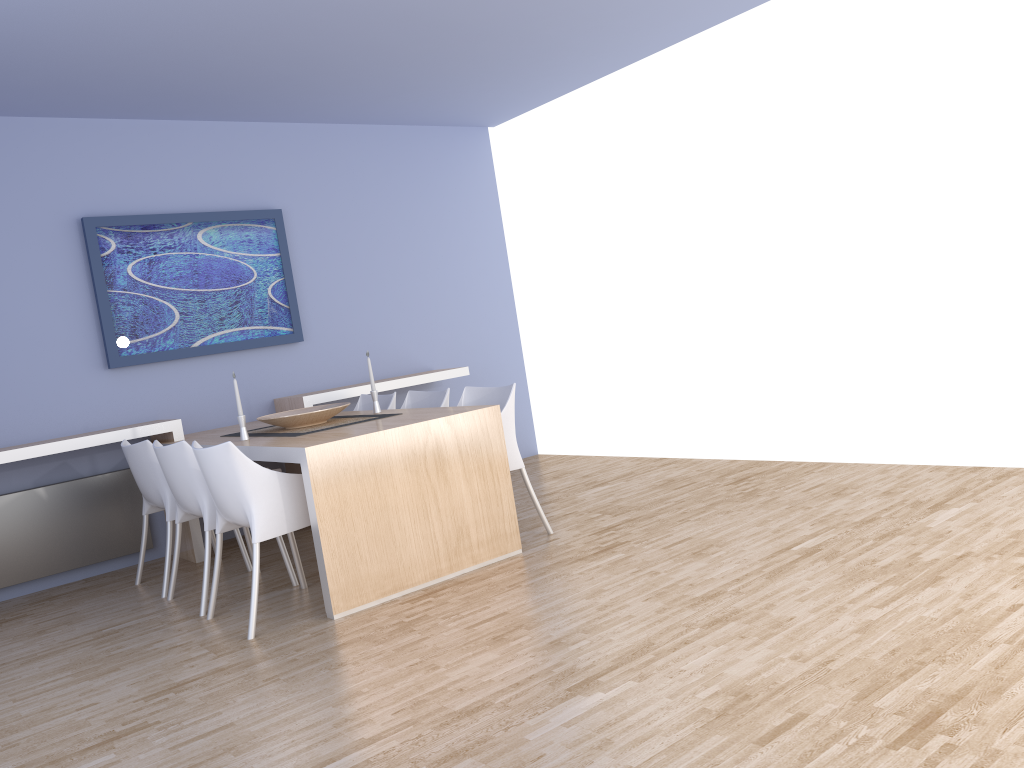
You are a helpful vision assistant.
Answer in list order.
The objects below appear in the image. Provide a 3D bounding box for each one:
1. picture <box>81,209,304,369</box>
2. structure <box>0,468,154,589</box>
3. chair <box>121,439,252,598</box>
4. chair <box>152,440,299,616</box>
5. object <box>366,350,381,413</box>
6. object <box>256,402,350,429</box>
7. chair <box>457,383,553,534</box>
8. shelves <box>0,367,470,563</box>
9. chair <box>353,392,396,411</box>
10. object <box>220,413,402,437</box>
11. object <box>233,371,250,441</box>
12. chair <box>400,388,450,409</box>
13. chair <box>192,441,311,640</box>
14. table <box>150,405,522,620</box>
[{"bbox_3d":[-1.985,-0.635,5.643,1.252,0.901,0.049,-12,5,-38],"label":"picture"},{"bbox_3d":[-1.951,0.690,5.593,3.843,0.503,0.064,-12,5,-38],"label":"structure"},{"bbox_3d":[-1.780,0.655,4.765,0.486,0.793,0.510,-12,5,-38],"label":"chair"},{"bbox_3d":[-1.428,0.629,4.312,0.486,0.793,0.510,-12,5,-38],"label":"chair"},{"bbox_3d":[-0.769,-0.014,4.881,0.045,0.349,0.045,-12,5,-38],"label":"object"},{"bbox_3d":[-1.103,0.181,4.727,0.493,0.081,0.493,-10,4,-19],"label":"object"},{"bbox_3d":[-0.187,0.420,4.559,0.486,0.793,0.510,-12,5,-38],"label":"chair"},{"bbox_3d":[-1.905,0.609,5.404,3.901,0.840,0.463,-12,5,-38],"label":"shelves"},{"bbox_3d":[-0.911,0.473,5.493,0.486,0.793,0.510,-12,5,-38],"label":"chair"},{"bbox_3d":[-1.092,0.222,4.730,0.594,0.005,0.986,-12,5,-38],"label":"object"},{"bbox_3d":[-1.359,0.107,4.418,0.045,0.349,0.045,-9,4,4],"label":"object"},{"bbox_3d":[-0.551,0.447,5.029,0.486,0.793,0.510,-12,5,-37],"label":"chair"},{"bbox_3d":[-1.077,0.603,3.858,0.486,0.793,0.510,-12,5,-38],"label":"chair"},{"bbox_3d":[-1.109,0.584,4.831,1.002,0.718,2.340,-12,5,-38],"label":"table"}]
